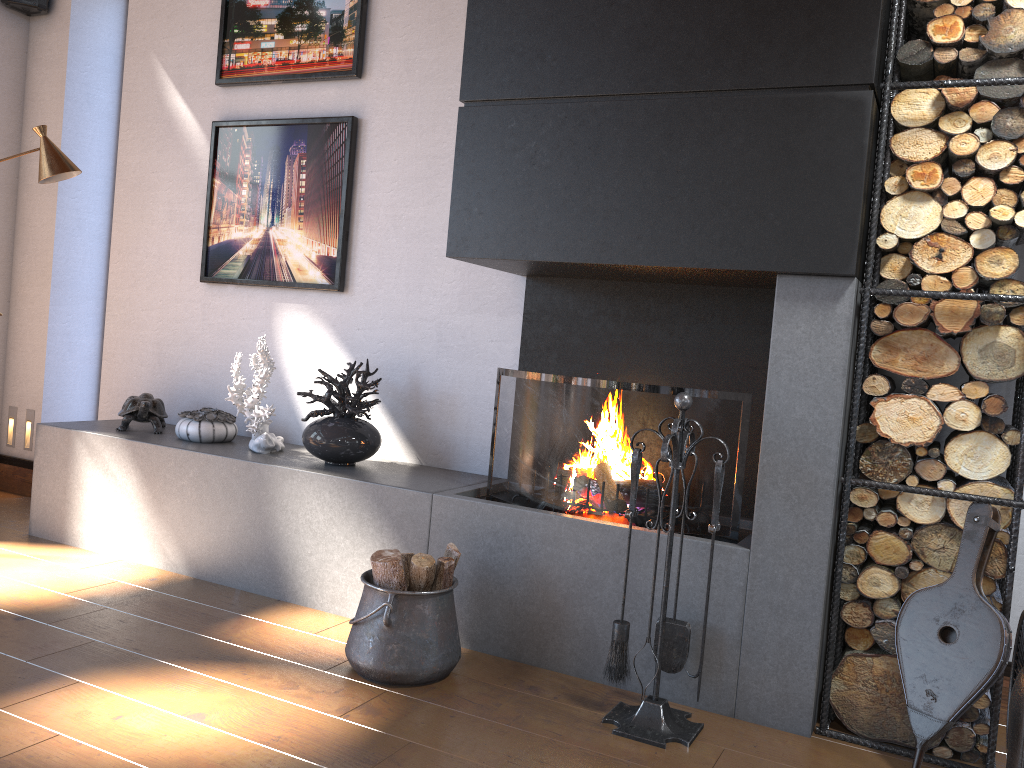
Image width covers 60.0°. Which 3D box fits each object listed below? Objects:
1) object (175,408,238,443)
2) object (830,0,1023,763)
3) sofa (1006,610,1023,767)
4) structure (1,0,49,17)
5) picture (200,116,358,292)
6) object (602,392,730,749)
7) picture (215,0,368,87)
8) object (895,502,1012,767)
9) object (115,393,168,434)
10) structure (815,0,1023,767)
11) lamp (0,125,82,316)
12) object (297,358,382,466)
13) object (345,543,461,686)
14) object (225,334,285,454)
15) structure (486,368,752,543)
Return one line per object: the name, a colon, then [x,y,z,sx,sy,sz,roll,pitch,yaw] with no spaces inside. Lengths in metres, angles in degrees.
object: [-1.430,0.187,4.149,0.278,0.160,0.261,6,3,28]
object: [1.379,-0.195,2.818,0.489,2.610,0.471,6,2,26]
sofa: [0.802,0.761,0.136,1.229,0.838,2.589,6,3,25]
structure: [-2.730,-2.283,4.991,0.212,0.349,0.215,6,2,26]
picture: [-1.152,-0.878,4.309,0.872,0.816,0.036,6,2,25]
object: [0.471,0.530,2.667,0.310,1.017,0.305,4,2,-19]
picture: [-1.065,-1.868,4.280,0.872,0.816,0.036,6,2,25]
object: [1.244,0.723,2.514,0.267,0.794,0.264,5,2,9]
object: [-1.790,0.136,4.300,0.228,0.182,0.403,4,3,-20]
structure: [1.381,-0.201,2.807,0.497,2.616,0.516,6,2,26]
lamp: [-2.630,-0.238,3.725,1.337,1.898,0.521,3,3,-43]
object: [-0.716,0.114,3.783,0.337,0.455,0.338,3,3,-39]
object: [-0.348,0.743,2.954,0.388,0.431,0.380,3,3,-38]
object: [-1.130,0.044,3.908,0.260,0.532,0.426,5,2,-5]
structure: [0.321,0.241,3.161,0.974,0.514,0.185,6,2,25]
